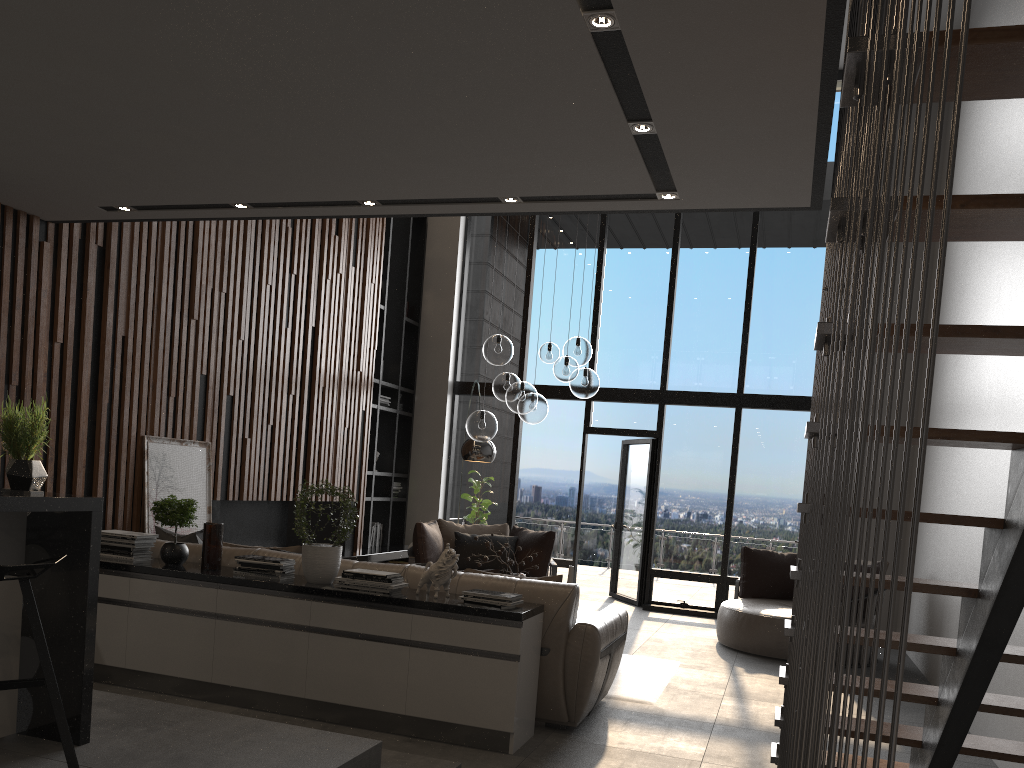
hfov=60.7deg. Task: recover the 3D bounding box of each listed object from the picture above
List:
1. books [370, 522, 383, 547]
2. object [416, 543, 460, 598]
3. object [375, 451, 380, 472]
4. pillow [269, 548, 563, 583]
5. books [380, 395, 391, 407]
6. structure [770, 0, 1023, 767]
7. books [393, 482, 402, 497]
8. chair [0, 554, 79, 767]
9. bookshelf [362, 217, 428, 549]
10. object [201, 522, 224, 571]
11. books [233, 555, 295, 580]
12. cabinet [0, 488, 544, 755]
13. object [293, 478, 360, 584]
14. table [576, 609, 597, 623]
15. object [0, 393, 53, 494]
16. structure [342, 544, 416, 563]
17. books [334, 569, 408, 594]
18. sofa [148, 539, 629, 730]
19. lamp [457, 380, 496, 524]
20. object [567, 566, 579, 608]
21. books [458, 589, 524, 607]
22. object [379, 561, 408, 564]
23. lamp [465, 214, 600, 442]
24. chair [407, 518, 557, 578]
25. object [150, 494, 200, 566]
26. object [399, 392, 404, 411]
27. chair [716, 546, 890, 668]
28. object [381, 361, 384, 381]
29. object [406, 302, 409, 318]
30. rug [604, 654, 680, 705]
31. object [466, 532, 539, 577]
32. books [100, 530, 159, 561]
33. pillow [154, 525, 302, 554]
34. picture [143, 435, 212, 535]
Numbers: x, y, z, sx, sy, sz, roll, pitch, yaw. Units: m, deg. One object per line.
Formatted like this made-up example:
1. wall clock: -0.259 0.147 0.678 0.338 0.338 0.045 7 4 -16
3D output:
1. books: -1.664 1.756 10.243 0.174 0.288 0.334 5 -2 18
2. object: -0.386 0.971 4.570 0.206 0.291 0.136 4 1 37
3. object: -1.620 0.892 10.136 0.139 0.245 0.135 4 1 -32
4. pillow: -0.598 1.289 5.321 1.934 0.501 0.545 3 -3 17
5. books: -1.560 0.203 10.112 0.218 0.128 0.325 3 -5 17
6. structure: 1.434 -1.292 2.027 1.174 6.070 3.603 5 1 18
7. books: -1.508 1.271 10.603 0.217 0.190 0.376 4 -5 18
8. chair: -1.861 0.811 2.139 0.433 0.736 1.740 5 -5 18
9. bookshelf: -1.500 -0.769 10.049 0.337 5.336 1.456 5 2 18
10. object: -1.701 0.921 4.970 0.108 0.269 0.109 5 2 23
11. books: -1.369 1.018 4.858 0.324 0.099 0.206 3 -5 17
12. cabinet: -2.408 -0.251 2.139 3.607 3.246 6.243 4 -4 18
13. object: -1.024 0.798 4.757 0.385 0.578 0.215 4 2 -2
14. table: 0.057 1.913 6.705 1.447 0.355 0.903 3 -6 17
15. object: -1.725 0.200 3.084 0.187 0.370 0.195 4 1 -27
16. structure: -2.332 1.790 7.728 0.665 0.458 6.577 3 -6 18
17. books: -0.748 1.049 4.661 0.347 0.100 0.195 3 -5 17
18. sofa: -0.827 1.519 5.901 3.233 0.820 1.889 3 -5 17
19. lamp: -0.426 1.125 8.813 0.320 2.339 2.031 4 -1 -6
20. object: 0.340 1.530 6.448 0.314 0.399 0.321 4 -1 37
21. books: -0.102 1.096 4.479 0.292 0.054 0.185 2 -6 22
22. object: -1.816 2.019 8.816 0.434 0.390 4.067 4 -6 19
23. lamp: 0.332 -2.017 6.524 1.227 5.016 1.228 5 2 15
24. chair: -0.314 1.831 8.634 1.474 0.901 1.455 1 -5 44
25. object: -1.946 0.839 5.039 0.273 0.409 0.308 4 -1 -22
26. object: -1.372 0.217 10.562 0.059 0.234 0.189 5 -1 21
27. chair: 2.651 1.991 7.998 1.436 0.901 1.493 2 -5 34
28. object: -1.541 -0.143 10.090 0.104 0.261 0.103 4 2 -3
29. object: -1.306 -0.878 10.582 0.102 0.231 0.101 5 1 2
30. rug: 0.036 2.070 6.583 2.290 0.020 1.619 2 -7 17
31. object: -0.088 1.430 6.735 0.543 0.605 0.315 5 1 -12
32. books: -2.299 0.958 5.198 0.331 0.151 0.201 3 -3 18
33. pillow: -1.886 1.253 5.831 0.767 0.548 1.378 7 -6 -42
34. picture: -2.433 0.901 6.399 0.101 1.001 0.731 5 0 18
